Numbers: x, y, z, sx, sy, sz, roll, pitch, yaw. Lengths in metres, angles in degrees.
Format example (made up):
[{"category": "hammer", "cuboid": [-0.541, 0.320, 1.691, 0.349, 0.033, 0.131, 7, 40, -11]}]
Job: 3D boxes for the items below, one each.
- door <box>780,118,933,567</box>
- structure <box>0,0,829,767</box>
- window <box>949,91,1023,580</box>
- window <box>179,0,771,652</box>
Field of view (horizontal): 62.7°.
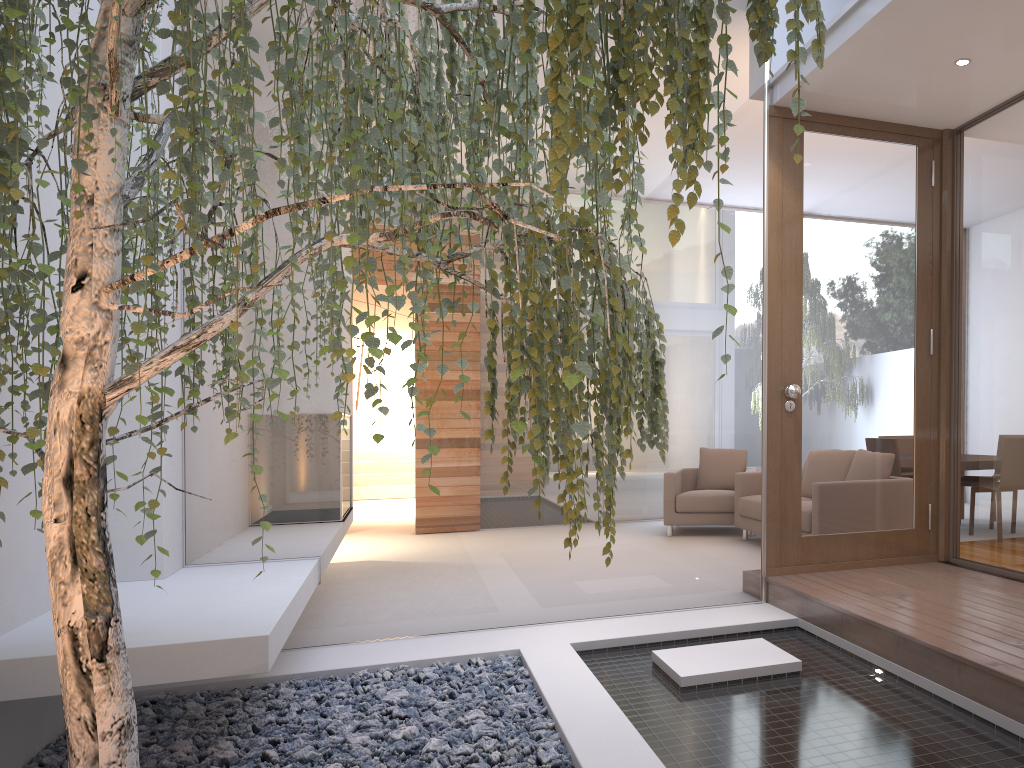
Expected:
[{"category": "door", "cuboid": [1.906, -0.211, 4.583, 1.030, 2.367, 0.101, -1, 1, -20]}, {"category": "structure", "cuboid": [-0.407, -0.919, 1.554, 1.955, 3.995, 2.183, -1, 0, -17]}, {"category": "window", "cuboid": [2.813, -0.334, 2.669, 0.066, 2.468, 4.322, -1, -2, -7]}, {"category": "window", "cuboid": [-0.106, -0.460, 3.882, 3.103, 3.259, 0.045, -1, 1, -20]}]
